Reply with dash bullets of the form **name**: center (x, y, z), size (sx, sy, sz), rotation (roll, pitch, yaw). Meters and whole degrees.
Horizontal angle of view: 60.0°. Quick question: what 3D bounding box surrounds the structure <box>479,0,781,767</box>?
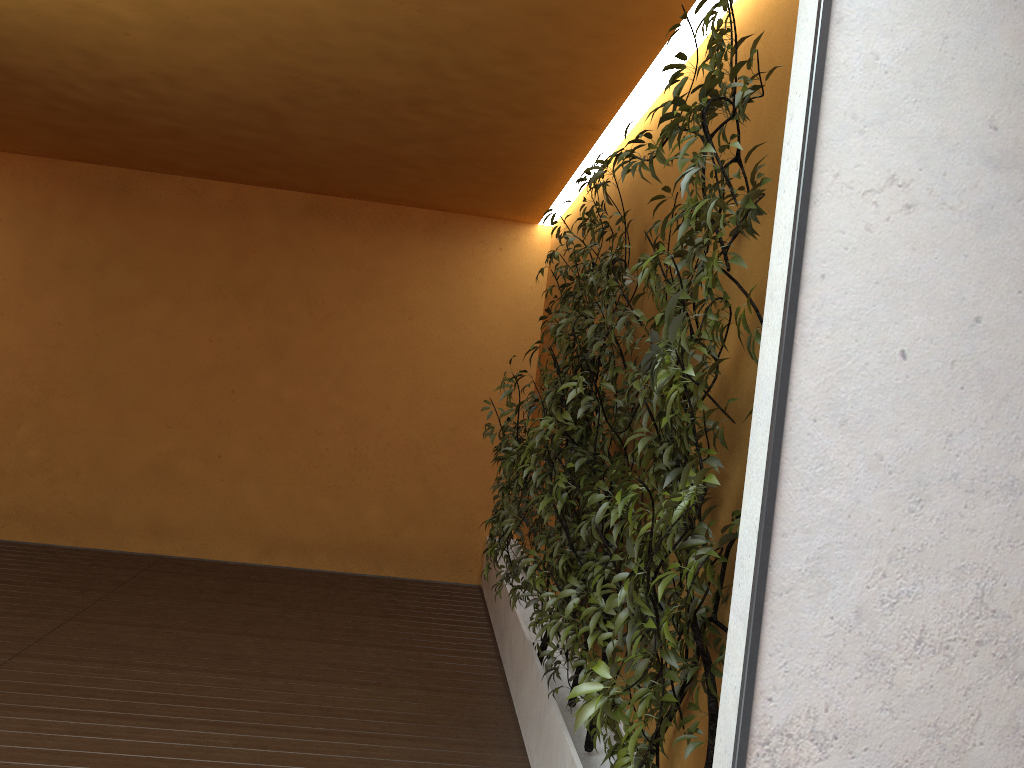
- **structure**: center (0.272, 0.146, 3.232), size (0.622, 2.483, 3.166), rotation (7, -1, -7)
